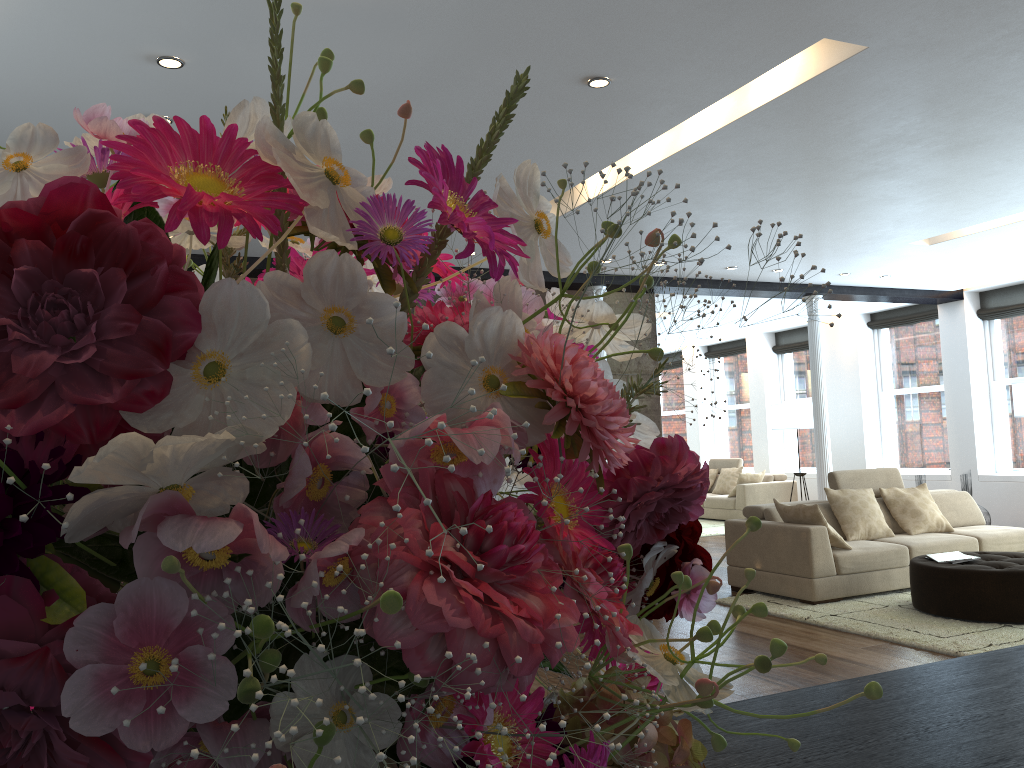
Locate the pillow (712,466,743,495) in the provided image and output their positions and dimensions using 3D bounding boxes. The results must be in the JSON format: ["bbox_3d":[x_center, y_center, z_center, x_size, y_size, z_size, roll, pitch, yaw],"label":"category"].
[{"bbox_3d":[3.419,1.533,14.072,0.301,0.439,0.534,0,-5,-28],"label":"pillow"}]

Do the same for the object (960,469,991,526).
[{"bbox_3d":[5.442,1.409,10.588,0.458,0.781,0.458,-1,-5,-25],"label":"object"}]

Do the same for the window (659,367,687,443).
[{"bbox_3d":[6.354,1.641,25.565,34.761,17.917,13.698,-1,-5,-25],"label":"window"}]

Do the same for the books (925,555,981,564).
[{"bbox_3d":[3.060,1.210,6.160,0.219,0.031,0.300,-2,-4,-10],"label":"books"}]

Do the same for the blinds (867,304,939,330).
[{"bbox_3d":[5.541,-0.961,12.368,0.156,0.275,1.396,-1,-5,-25],"label":"blinds"}]

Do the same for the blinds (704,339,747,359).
[{"bbox_3d":[3.938,-0.639,15.864,0.156,0.275,1.442,-1,-5,-25],"label":"blinds"}]

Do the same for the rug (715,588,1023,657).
[{"bbox_3d":[4.108,1.551,6.459,4.231,0.020,2.972,-1,-5,-25],"label":"rug"}]

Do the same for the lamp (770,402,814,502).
[{"bbox_3d":[4.116,1.139,12.700,0.698,1.728,0.698,-2,-4,-1],"label":"lamp"}]

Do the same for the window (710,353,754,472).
[{"bbox_3d":[4.040,0.431,15.815,0.123,2.400,1.444,-1,-5,-25],"label":"window"}]

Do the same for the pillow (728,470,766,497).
[{"bbox_3d":[3.520,1.493,13.283,0.518,0.393,0.395,0,-5,-28],"label":"pillow"}]

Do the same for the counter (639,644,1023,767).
[{"bbox_3d":[-0.041,0.384,0.422,3.700,0.040,1.000,-1,-5,-25],"label":"counter"}]

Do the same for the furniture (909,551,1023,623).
[{"bbox_3d":[3.308,1.372,6.084,1.057,0.355,1.057,-1,-4,-23],"label":"furniture"}]

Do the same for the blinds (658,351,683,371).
[{"bbox_3d":[3.185,-0.461,17.508,0.156,0.327,1.377,-1,-5,-25],"label":"blinds"}]

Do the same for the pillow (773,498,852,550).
[{"bbox_3d":[2.317,1.085,6.884,0.395,0.393,0.518,-1,-4,-21],"label":"pillow"}]

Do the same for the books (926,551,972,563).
[{"bbox_3d":[3.034,1.204,6.165,0.220,0.040,0.301,-3,-4,10],"label":"books"}]

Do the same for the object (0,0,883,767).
[{"bbox_3d":[-0.150,0.100,0.507,0.544,0.552,0.570,-1,-4,-19],"label":"object"}]

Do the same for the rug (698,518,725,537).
[{"bbox_3d":[2.171,2.160,13.744,2.972,0.020,4.231,-1,-5,-25],"label":"rug"}]

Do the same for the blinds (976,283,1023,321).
[{"bbox_3d":[6.283,-1.052,10.716,0.183,0.395,1.431,-1,-5,-25],"label":"blinds"}]

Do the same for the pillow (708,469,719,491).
[{"bbox_3d":[3.149,1.595,14.632,0.368,0.416,0.519,0,-5,-29],"label":"pillow"}]

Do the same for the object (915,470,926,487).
[{"bbox_3d":[5.051,1.450,10.920,0.458,0.781,0.458,-1,-5,-25],"label":"object"}]

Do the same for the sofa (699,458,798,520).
[{"bbox_3d":[3.308,1.683,14.288,1.018,0.950,2.581,-1,-5,-25],"label":"sofa"}]

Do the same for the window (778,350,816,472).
[{"bbox_3d":[4.786,0.282,14.190,0.123,2.400,1.345,-1,-5,-25],"label":"window"}]

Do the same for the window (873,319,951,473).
[{"bbox_3d":[5.645,0.109,12.317,0.123,2.400,1.391,-1,-5,-25],"label":"window"}]

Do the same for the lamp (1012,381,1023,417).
[{"bbox_3d":[5.690,0.824,9.268,0.698,1.728,0.698,-2,-4,-1],"label":"lamp"}]

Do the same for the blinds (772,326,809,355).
[{"bbox_3d":[4.685,-0.729,14.237,0.156,0.393,1.342,-1,-5,-25],"label":"blinds"}]

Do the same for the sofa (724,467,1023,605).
[{"bbox_3d":[3.150,1.202,7.504,2.581,0.950,1.021,-1,-5,-25],"label":"sofa"}]

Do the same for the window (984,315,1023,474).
[{"bbox_3d":[6.398,-0.042,10.676,0.123,2.400,1.432,-1,-5,-25],"label":"window"}]

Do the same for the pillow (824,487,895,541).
[{"bbox_3d":[2.908,1.076,7.419,0.534,0.439,0.301,-1,-4,-21],"label":"pillow"}]

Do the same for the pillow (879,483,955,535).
[{"bbox_3d":[3.481,1.080,7.668,0.519,0.416,0.368,-1,-4,-20],"label":"pillow"}]
